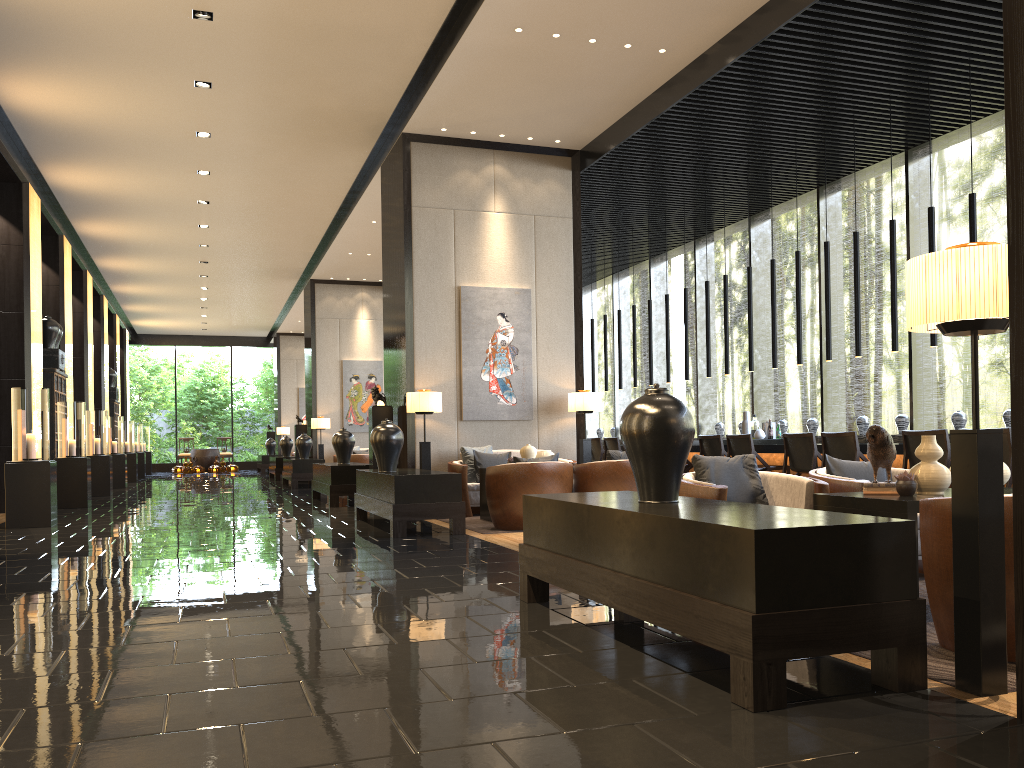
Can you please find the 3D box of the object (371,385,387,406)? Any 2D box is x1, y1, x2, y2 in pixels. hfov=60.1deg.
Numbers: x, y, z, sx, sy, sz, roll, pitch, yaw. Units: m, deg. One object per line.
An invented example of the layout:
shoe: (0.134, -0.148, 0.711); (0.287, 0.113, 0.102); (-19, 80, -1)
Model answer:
object: (-1.534, 0.136, 10.178); (0.176, 0.246, 0.116); (0, -1, -19)

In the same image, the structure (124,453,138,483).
structure: (-8.710, 1.897, 20.052); (0.402, 0.657, 0.403); (-1, -1, -19)

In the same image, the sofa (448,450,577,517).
sofa: (-0.005, 1.065, 9.660); (1.448, 0.693, 0.603); (0, -2, -19)

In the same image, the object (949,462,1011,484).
object: (2.076, 0.400, 3.935); (0.245, 0.168, 0.245); (-2, -3, 29)

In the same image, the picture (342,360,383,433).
picture: (-3.101, 0.258, 18.457); (0.834, 1.501, 0.037); (-1, 0, -19)

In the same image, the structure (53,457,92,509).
structure: (-5.821, 1.306, 11.730); (0.402, 0.657, 0.403); (-1, -1, -19)

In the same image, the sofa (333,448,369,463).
sofa: (-2.915, 1.660, 18.042); (1.448, 0.693, 0.603); (0, -2, -19)

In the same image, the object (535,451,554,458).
object: (0.333, 0.759, 8.957); (0.245, 0.168, 0.246); (0, -3, -16)

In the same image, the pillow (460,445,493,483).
pillow: (-0.357, 0.869, 9.645); (0.433, 0.399, 0.201); (1, -2, -41)

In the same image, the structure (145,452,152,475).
structure: (-10.636, 2.291, 25.600); (0.402, 0.657, 0.403); (-1, -1, -19)

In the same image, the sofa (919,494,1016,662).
sofa: (2.215, 0.608, 3.210); (1.448, 0.693, 0.603); (0, -2, -19)

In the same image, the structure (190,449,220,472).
structure: (-9.420, 2.350, 27.196); (0.873, 0.709, 0.876); (0, -3, -31)

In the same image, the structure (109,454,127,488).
structure: (-7.747, 1.700, 17.278); (0.402, 0.657, 0.403); (-1, -1, -19)

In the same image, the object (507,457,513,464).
object: (-0.006, 0.784, 8.875); (0.091, 0.112, 0.091); (-2, -2, 33)

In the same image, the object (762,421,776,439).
object: (3.184, 0.572, 10.973); (0.168, 0.219, 0.169); (0, -2, -24)

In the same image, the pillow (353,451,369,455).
pillow: (-2.691, 1.367, 16.178); (0.441, 0.338, 0.205); (0, -1, -12)

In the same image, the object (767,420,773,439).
object: (3.164, 0.555, 10.849); (0.067, 0.237, 0.067); (-1, -1, -26)

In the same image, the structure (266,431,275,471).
structure: (-7.386, 2.064, 27.128); (0.240, 1.217, 0.240); (-1, 0, -19)

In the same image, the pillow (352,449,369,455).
pillow: (-3.120, 1.475, 17.914); (0.471, 0.361, 0.219); (0, -2, -22)

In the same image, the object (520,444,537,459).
object: (0.165, 0.717, 8.840); (0.171, 0.236, 0.171); (-1, -2, 16)

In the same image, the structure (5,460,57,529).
structure: (-4.858, 1.109, 8.955); (0.402, 0.657, 0.403); (-1, -1, -19)

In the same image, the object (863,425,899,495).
object: (1.649, 0.336, 3.936); (0.174, 0.309, 0.229); (-2, -2, 27)

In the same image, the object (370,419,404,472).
object: (-1.152, 0.566, 8.167); (0.311, 0.492, 0.312); (-1, -1, 0)

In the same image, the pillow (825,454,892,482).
pillow: (1.985, 0.565, 5.077); (0.441, 0.338, 0.205); (0, -1, -12)

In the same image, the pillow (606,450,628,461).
pillow: (1.029, 0.773, 8.079); (0.399, 0.362, 0.222); (0, -1, -19)

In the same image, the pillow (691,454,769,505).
pillow: (1.175, 0.557, 4.793); (0.399, 0.362, 0.222); (0, -1, -19)

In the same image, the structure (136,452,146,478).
structure: (-9.673, 2.094, 22.826); (0.402, 0.657, 0.403); (-1, -1, -19)

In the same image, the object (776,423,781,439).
object: (3.266, 0.573, 10.842); (0.056, 0.197, 0.056); (-1, -1, -18)

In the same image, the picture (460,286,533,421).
picture: (-0.169, -0.341, 10.010); (0.834, 1.501, 0.037); (-1, 0, -19)

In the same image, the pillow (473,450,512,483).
pillow: (-0.210, 0.880, 9.532); (0.471, 0.361, 0.219); (0, -2, -22)

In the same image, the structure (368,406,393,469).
structure: (-1.502, 0.861, 10.177); (0.240, 1.217, 0.240); (-1, 0, -19)

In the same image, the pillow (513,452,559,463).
pillow: (0.218, 0.772, 7.796); (0.441, 0.338, 0.205); (0, -1, -12)

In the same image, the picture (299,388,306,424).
picture: (-6.056, 0.862, 26.968); (0.834, 1.501, 0.037); (-1, 0, -19)

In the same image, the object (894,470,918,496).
object: (1.694, 0.425, 3.805); (0.091, 0.112, 0.091); (-2, -2, 33)

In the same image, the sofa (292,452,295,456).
sofa: (-5.875, 2.265, 26.570); (1.448, 0.693, 0.603); (0, -2, -19)

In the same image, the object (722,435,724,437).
object: (2.462, 0.647, 10.712); (0.227, 0.067, 0.228); (0, -4, -17)

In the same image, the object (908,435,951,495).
object: (1.811, 0.352, 3.843); (0.174, 0.257, 0.174); (-1, -1, 1)

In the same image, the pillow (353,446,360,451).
pillow: (-3.266, 1.464, 18.027); (0.433, 0.399, 0.201); (1, -2, -41)

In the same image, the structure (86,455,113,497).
structure: (-6.784, 1.503, 14.504); (0.402, 0.657, 0.403); (-1, -1, -19)

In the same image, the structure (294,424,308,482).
structure: (-4.440, 1.462, 18.641); (0.240, 1.217, 0.240); (-1, 0, -19)
